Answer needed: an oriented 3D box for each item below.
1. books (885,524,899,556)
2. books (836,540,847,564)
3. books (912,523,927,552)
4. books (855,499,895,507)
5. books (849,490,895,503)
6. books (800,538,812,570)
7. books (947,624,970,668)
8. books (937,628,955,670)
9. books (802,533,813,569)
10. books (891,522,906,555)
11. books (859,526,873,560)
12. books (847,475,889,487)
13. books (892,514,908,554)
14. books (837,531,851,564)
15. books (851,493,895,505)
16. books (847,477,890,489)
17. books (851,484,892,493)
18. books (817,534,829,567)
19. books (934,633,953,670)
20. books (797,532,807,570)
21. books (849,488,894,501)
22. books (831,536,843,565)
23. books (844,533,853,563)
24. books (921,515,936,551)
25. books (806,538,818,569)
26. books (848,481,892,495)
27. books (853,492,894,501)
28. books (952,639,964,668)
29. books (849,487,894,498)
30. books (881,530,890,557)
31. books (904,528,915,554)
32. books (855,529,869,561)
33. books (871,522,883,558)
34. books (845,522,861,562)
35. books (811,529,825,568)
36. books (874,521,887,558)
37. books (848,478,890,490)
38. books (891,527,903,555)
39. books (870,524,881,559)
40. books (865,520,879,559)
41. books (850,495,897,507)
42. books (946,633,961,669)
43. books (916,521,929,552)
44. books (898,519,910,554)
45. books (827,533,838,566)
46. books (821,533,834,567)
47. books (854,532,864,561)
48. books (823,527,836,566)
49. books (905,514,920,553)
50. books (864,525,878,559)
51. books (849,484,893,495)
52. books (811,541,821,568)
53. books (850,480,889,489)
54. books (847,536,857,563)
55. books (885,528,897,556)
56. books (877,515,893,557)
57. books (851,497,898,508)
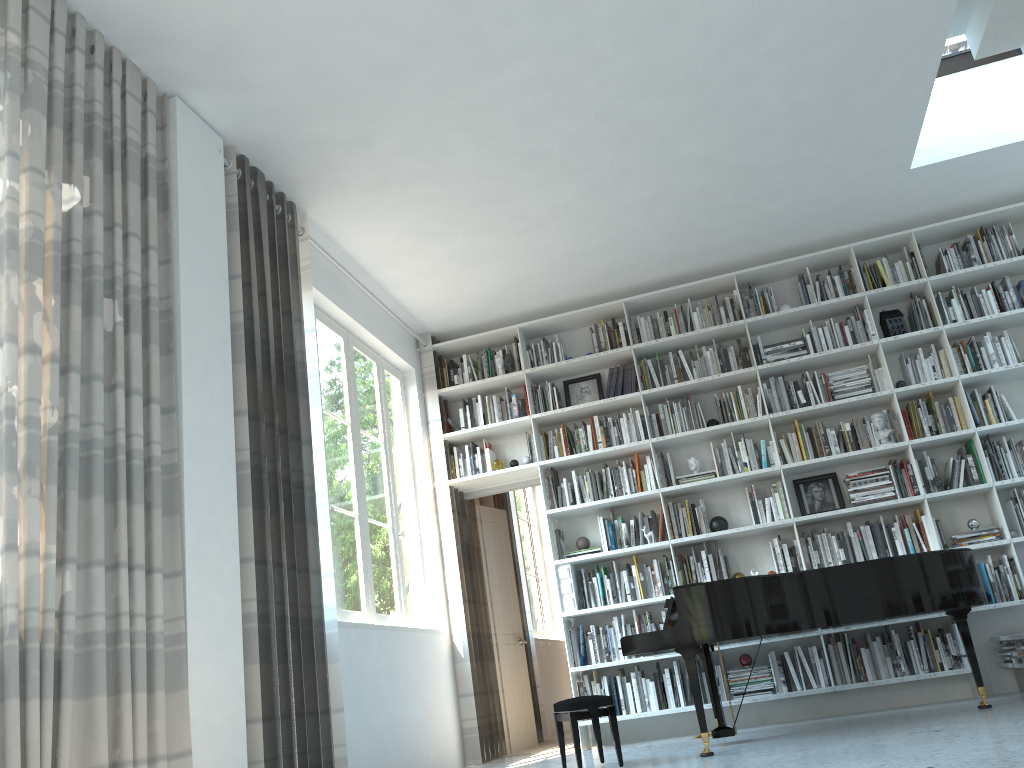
[{"bbox_3d":[2.554,1.066,5.956,0.014,0.234,0.154,-13,-19,12],"label":"books"},{"bbox_3d":[2.229,1.158,6.003,0.029,0.183,0.175,-13,-19,12],"label":"books"},{"bbox_3d":[2.706,1.037,5.903,0.042,0.211,0.169,-13,-19,12],"label":"books"},{"bbox_3d":[2.472,0.828,6.053,0.254,0.012,0.161,-13,-20,14],"label":"books"},{"bbox_3d":[2.465,0.774,6.077,0.285,0.012,0.160,-13,-20,12],"label":"books"},{"bbox_3d":[2.016,1.185,6.083,0.029,0.243,0.154,-13,-19,12],"label":"books"},{"bbox_3d":[2.840,1.658,5.617,0.038,0.268,0.278,-13,-19,12],"label":"books"},{"bbox_3d":[2.785,1.698,5.689,0.013,0.255,0.177,-13,-19,12],"label":"books"},{"bbox_3d":[2.031,1.164,6.077,0.011,0.274,0.146,-13,-19,12],"label":"books"},{"bbox_3d":[2.591,1.054,5.936,0.023,0.233,0.175,-13,-19,12],"label":"books"},{"bbox_3d":[2.398,1.097,6.009,0.025,0.253,0.136,-13,-19,12],"label":"books"},{"bbox_3d":[2.448,0.670,6.105,0.254,0.012,0.161,-12,-20,10],"label":"books"},{"bbox_3d":[2.607,1.026,5.952,0.014,0.292,0.138,-13,-19,12],"label":"books"},{"bbox_3d":[2.255,1.128,6.012,0.029,0.237,0.166,-13,-19,12],"label":"books"},{"bbox_3d":[2.465,0.792,6.058,0.285,0.012,0.160,-15,-20,17],"label":"books"},{"bbox_3d":[2.449,0.681,6.099,0.254,0.012,0.161,-11,-19,9],"label":"books"},{"bbox_3d":[2.456,0.726,6.081,0.254,0.012,0.161,-11,-19,8],"label":"books"},{"bbox_3d":[2.127,1.160,6.064,0.024,0.246,0.132,-13,-19,12],"label":"books"},{"bbox_3d":[2.770,1.718,5.696,0.028,0.227,0.162,-13,-19,12],"label":"books"},{"bbox_3d":[1.994,1.171,6.097,0.012,0.284,0.160,-13,-19,12],"label":"books"},{"bbox_3d":[2.463,0.762,6.078,0.285,0.012,0.160,-13,-20,13],"label":"books"},{"bbox_3d":[2.203,1.149,6.018,0.023,0.216,0.175,-13,-19,12],"label":"books"},{"bbox_3d":[2.278,1.130,6.015,0.013,0.229,0.139,-13,-19,12],"label":"books"},{"bbox_3d":[2.759,1.008,5.891,0.033,0.245,0.176,-13,-19,12],"label":"books"},{"bbox_3d":[2.049,1.176,6.057,0.027,0.233,0.168,-13,-19,12],"label":"books"},{"bbox_3d":[2.454,0.714,6.084,0.285,0.012,0.160,-15,-20,17],"label":"books"},{"bbox_3d":[2.463,0.781,6.062,0.254,0.012,0.161,-11,-19,8],"label":"books"},{"bbox_3d":[2.836,1.724,5.673,0.023,0.181,0.149,-13,-19,12],"label":"books"},{"bbox_3d":[2.460,0.750,6.080,0.285,0.012,0.160,-13,-20,14],"label":"books"},{"bbox_3d":[2.505,1.094,5.965,0.021,0.202,0.128,-13,-19,12],"label":"books"},{"bbox_3d":[2.641,1.066,5.912,0.023,0.182,0.169,-13,-19,12],"label":"books"},{"bbox_3d":[2.369,1.107,5.998,0.031,0.236,0.159,-13,-19,12],"label":"books"},{"bbox_3d":[2.458,1.073,5.976,0.010,0.260,0.182,-13,-19,12],"label":"books"},{"bbox_3d":[2.315,1.092,6.017,0.026,0.290,0.152,-13,-19,12],"label":"books"},{"bbox_3d":[2.102,1.147,6.082,0.027,0.289,0.141,-13,-19,12],"label":"books"},{"bbox_3d":[2.474,1.066,5.966,0.028,0.263,0.162,-13,-19,12],"label":"books"},{"bbox_3d":[2.452,0.693,6.097,0.254,0.012,0.161,-12,-20,10],"label":"books"},{"bbox_3d":[2.570,1.073,5.936,0.023,0.203,0.168,-13,-19,12],"label":"books"},{"bbox_3d":[2.451,1.083,5.987,0.011,0.250,0.159,-13,-19,12],"label":"books"},{"bbox_3d":[2.439,1.072,6.001,0.014,0.285,0.135,-13,-19,12],"label":"books"},{"bbox_3d":[2.469,0.806,6.063,0.285,0.012,0.160,-12,-20,12],"label":"books"},{"bbox_3d":[2.805,1.710,5.672,0.029,0.217,0.191,-13,-19,12],"label":"books"},{"bbox_3d":[2.731,1.030,5.899,0.011,0.215,0.166,-13,-19,12],"label":"books"},{"bbox_3d":[2.626,1.043,5.950,0.014,0.255,0.145,-13,-19,12],"label":"books"},{"bbox_3d":[2.186,1.147,6.048,0.021,0.243,0.142,-13,-19,12],"label":"books"},{"bbox_3d":[2.147,1.151,6.042,0.027,0.245,0.180,-13,-19,12],"label":"books"},{"bbox_3d":[2.346,1.123,6.008,0.025,0.219,0.140,-13,-19,12],"label":"books"},{"bbox_3d":[2.162,1.128,6.040,0.013,0.281,0.167,-13,-19,12],"label":"books"},{"bbox_3d":[2.672,1.020,5.930,0.026,0.271,0.175,-13,-19,12],"label":"books"},{"bbox_3d":[2.416,1.088,5.977,0.026,0.244,0.192,-13,-19,12],"label":"books"},{"bbox_3d":[2.457,0.737,6.077,0.285,0.012,0.160,-15,-20,17],"label":"books"},{"bbox_3d":[2.079,1.186,6.058,0.024,0.207,0.170,-13,-19,12],"label":"books"},{"bbox_3d":[2.454,0.704,6.093,0.254,0.012,0.161,-14,-20,15],"label":"books"},{"bbox_3d":[2.294,1.139,5.995,0.023,0.195,0.165,-13,-19,12],"label":"books"},{"bbox_3d":[2.534,1.081,5.946,0.024,0.206,0.183,-13,-19,12],"label":"books"},{"bbox_3d":[2.512,1.043,5.967,0.012,0.295,0.178,-13,-19,12],"label":"books"},{"bbox_3d":[2.468,0.814,6.050,0.285,0.012,0.160,-11,-19,8],"label":"books"}]
